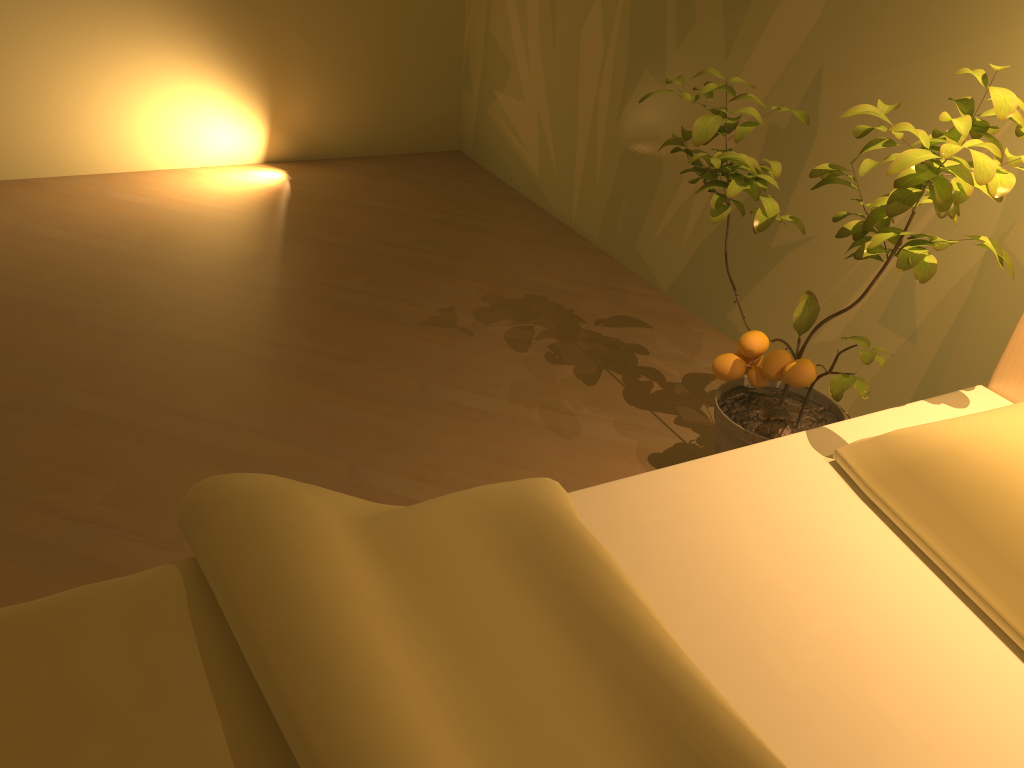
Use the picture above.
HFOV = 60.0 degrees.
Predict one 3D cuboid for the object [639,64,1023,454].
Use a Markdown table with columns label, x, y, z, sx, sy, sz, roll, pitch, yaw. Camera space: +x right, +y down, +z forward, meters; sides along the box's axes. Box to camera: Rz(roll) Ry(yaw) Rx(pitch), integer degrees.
| label | x | y | z | sx | sy | sz | roll | pitch | yaw |
| --- | --- | --- | --- | --- | --- | --- | --- | --- | --- |
| object | 0.497 | -0.175 | 1.722 | 0.372 | 0.944 | 0.828 | -15 | 36 | -31 |

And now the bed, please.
| label | x | y | z | sx | sy | sz | roll | pitch | yaw |
| --- | --- | --- | --- | --- | --- | --- | --- | --- | --- |
| bed | 0.218 | 0.362 | 0.825 | 2.378 | 0.894 | 1.286 | -11 | 34 | -25 |

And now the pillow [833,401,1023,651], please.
| label | x | y | z | sx | sy | sz | roll | pitch | yaw |
| --- | --- | --- | --- | --- | --- | --- | --- | --- | --- |
| pillow | 0.841 | 0.233 | 1.107 | 0.482 | 0.213 | 0.801 | -5 | 32 | -17 |
